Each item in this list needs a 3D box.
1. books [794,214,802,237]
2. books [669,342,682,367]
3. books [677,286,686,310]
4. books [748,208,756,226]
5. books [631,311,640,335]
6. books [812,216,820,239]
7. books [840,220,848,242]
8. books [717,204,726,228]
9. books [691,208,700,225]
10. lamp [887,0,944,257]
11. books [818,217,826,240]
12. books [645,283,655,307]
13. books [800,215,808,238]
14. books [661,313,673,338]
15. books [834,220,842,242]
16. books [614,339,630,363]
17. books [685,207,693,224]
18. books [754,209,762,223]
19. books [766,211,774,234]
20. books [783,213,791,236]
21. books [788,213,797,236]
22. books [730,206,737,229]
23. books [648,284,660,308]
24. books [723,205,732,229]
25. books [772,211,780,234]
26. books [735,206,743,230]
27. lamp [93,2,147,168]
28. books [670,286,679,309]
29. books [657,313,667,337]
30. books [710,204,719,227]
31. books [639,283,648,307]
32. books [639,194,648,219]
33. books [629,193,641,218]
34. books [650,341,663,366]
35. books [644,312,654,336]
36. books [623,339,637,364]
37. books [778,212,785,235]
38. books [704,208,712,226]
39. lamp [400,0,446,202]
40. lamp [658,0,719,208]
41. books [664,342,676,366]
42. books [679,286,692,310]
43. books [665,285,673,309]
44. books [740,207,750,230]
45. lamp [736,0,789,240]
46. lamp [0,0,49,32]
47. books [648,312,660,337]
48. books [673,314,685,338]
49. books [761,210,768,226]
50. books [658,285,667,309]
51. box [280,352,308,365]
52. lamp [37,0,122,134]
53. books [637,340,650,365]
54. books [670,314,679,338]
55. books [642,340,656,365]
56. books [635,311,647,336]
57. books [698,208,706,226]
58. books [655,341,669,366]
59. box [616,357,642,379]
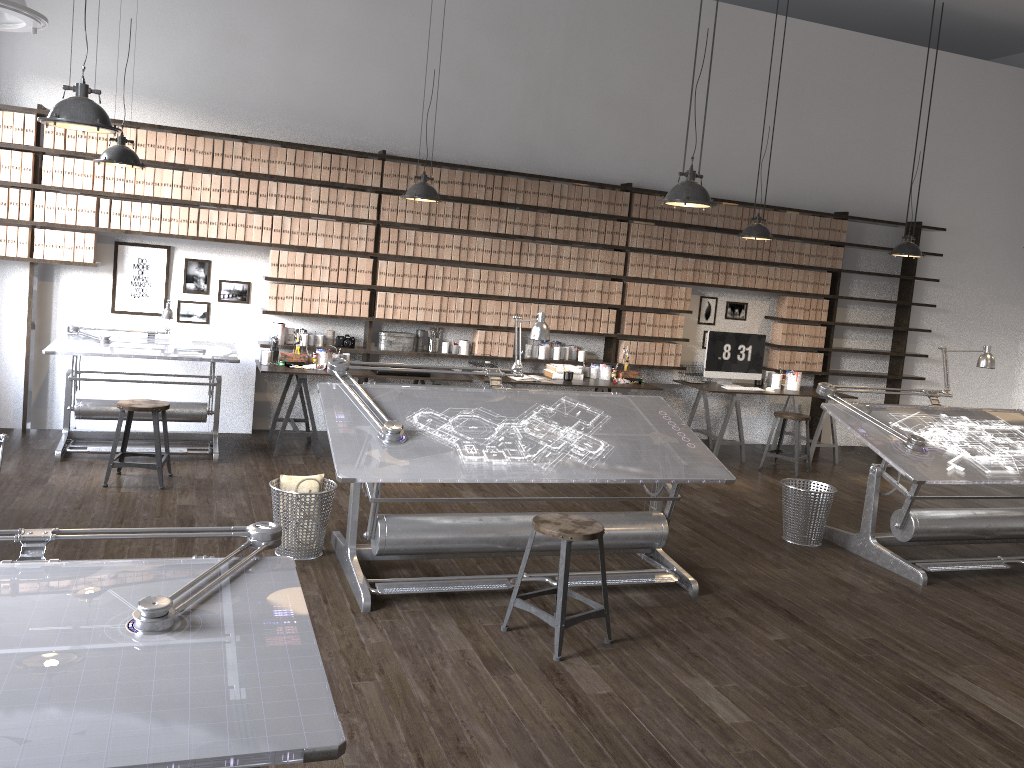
[{"bbox_3d":[2.834,-1.595,8.928,0.066,0.224,0.175,4,6,-20],"label":"books"},{"bbox_3d":[1.576,-0.285,8.626,0.066,0.224,0.175,3,6,-20],"label":"books"},{"bbox_3d":[1.599,-0.831,8.567,0.066,0.224,0.175,4,6,-20],"label":"books"},{"bbox_3d":[2.316,-1.617,8.739,0.066,0.224,0.175,3,6,-20],"label":"books"},{"bbox_3d":[1.142,-0.578,8.430,0.067,0.225,0.175,4,6,-20],"label":"books"},{"bbox_3d":[3.035,-1.585,8.995,0.066,0.224,0.175,3,6,-20],"label":"books"},{"bbox_3d":[3.362,-1.571,9.119,0.066,0.224,0.175,4,6,-20],"label":"books"},{"bbox_3d":[1.990,-1.631,8.613,0.066,0.224,0.175,4,6,-20],"label":"books"},{"bbox_3d":[1.725,-1.643,8.517,0.067,0.225,0.175,4,6,-20],"label":"books"},{"bbox_3d":[3.540,-2.228,7.623,0.311,2.243,0.314,6,5,4],"label":"lamp"},{"bbox_3d":[3.103,-1.582,9.020,0.067,0.225,0.175,4,6,-20],"label":"books"},{"bbox_3d":[1.280,-0.845,8.452,0.066,0.224,0.175,3,6,-20],"label":"books"},{"bbox_3d":[2.899,-1.592,8.953,0.066,0.224,0.175,4,6,-20],"label":"books"},{"bbox_3d":[1.476,-0.563,8.551,0.067,0.225,0.175,3,6,-20],"label":"books"},{"bbox_3d":[3.295,-1.575,9.098,0.066,0.224,0.175,3,6,-20],"label":"books"},{"bbox_3d":[1.048,-0.308,8.430,0.066,0.224,0.175,3,6,-20],"label":"books"},{"bbox_3d":[1.656,-1.646,8.494,0.066,0.224,0.175,3,6,-20],"label":"books"},{"bbox_3d":[2.384,-1.614,8.759,0.066,0.224,0.175,3,6,-20],"label":"books"},{"bbox_3d":[2.516,-1.609,8.812,0.066,0.224,0.175,4,6,-20],"label":"books"},{"bbox_3d":[2.701,-1.600,8.877,0.066,0.224,0.175,4,6,-20],"label":"books"},{"bbox_3d":[2.770,-1.597,8.900,0.067,0.225,0.175,3,6,-20],"label":"books"},{"bbox_3d":[2.115,-1.626,8.663,0.066,0.224,0.175,4,6,-20],"label":"books"},{"bbox_3d":[1.339,-0.843,8.475,0.066,0.224,0.175,3,6,-20],"label":"books"},{"bbox_3d":[2.058,-1.628,8.638,0.067,0.225,0.175,3,6,-20],"label":"books"},{"bbox_3d":[2.581,-1.605,8.830,0.067,0.225,0.175,3,6,-20],"label":"books"},{"bbox_3d":[2.176,-1.623,8.688,0.066,0.224,0.175,3,6,-20],"label":"books"},{"bbox_3d":[-2.353,-2.484,5.461,0.310,2.243,0.314,1,6,-40],"label":"lamp"},{"bbox_3d":[1.531,-0.835,8.546,0.066,0.224,0.175,3,6,-20],"label":"books"},{"bbox_3d":[1.410,-0.567,8.534,0.066,0.224,0.175,4,6,-20],"label":"books"},{"bbox_3d":[1.921,-1.634,8.591,0.066,0.224,0.175,4,6,-20],"label":"books"},{"bbox_3d":[1.213,-0.848,8.425,0.067,0.225,0.175,4,6,-20],"label":"books"},{"bbox_3d":[1.202,-1.665,8.326,0.067,0.225,0.175,3,6,-20],"label":"books"},{"bbox_3d":[1.131,-1.669,8.306,0.066,0.224,0.175,4,6,-20],"label":"books"},{"bbox_3d":[1.374,-0.293,8.547,0.067,0.225,0.175,3,6,-20],"label":"books"},{"bbox_3d":[1.279,-0.572,8.481,0.066,0.224,0.175,3,6,-20],"label":"books"},{"bbox_3d":[1.117,-0.304,8.452,0.066,0.224,0.175,3,6,-20],"label":"books"},{"bbox_3d":[2.642,-1.603,8.857,0.066,0.224,0.175,4,6,-20],"label":"books"},{"bbox_3d":[1.854,-1.638,8.571,0.066,0.224,0.175,3,6,-20],"label":"books"},{"bbox_3d":[-0.529,-2.405,6.134,0.310,2.243,0.314,1,6,-40],"label":"lamp"},{"bbox_3d":[1.018,-2.045,4.521,0.311,2.243,0.314,5,5,0],"label":"lamp"},{"bbox_3d":[1.511,-0.287,8.598,0.066,0.224,0.175,4,6,-20],"label":"books"},{"bbox_3d":[1.664,-0.829,8.595,0.066,0.224,0.175,4,6,-20],"label":"books"},{"bbox_3d":[1.464,-0.838,8.522,0.066,0.224,0.175,3,6,-20],"label":"books"},{"bbox_3d":[2.247,-1.620,8.708,0.067,0.225,0.175,4,6,-20],"label":"books"},{"bbox_3d":[2.083,-2.291,7.090,0.311,2.243,0.314,6,5,4],"label":"lamp"},{"bbox_3d":[-0.986,-1.845,1.653,0.310,2.243,0.314,1,6,-40],"label":"lamp"},{"bbox_3d":[1.344,-0.570,8.509,0.066,0.224,0.175,4,6,-20],"label":"books"},{"bbox_3d":[1.596,-0.559,8.599,0.066,0.224,0.175,4,6,-20],"label":"books"},{"bbox_3d":[2.449,-1.612,8.788,0.066,0.224,0.175,4,6,-20],"label":"books"},{"bbox_3d":[1.403,-0.839,8.493,0.067,0.225,0.175,4,6,-20],"label":"books"},{"bbox_3d":[-1.762,-0.200,7.136,0.211,0.083,0.138,3,7,-20],"label":"box"},{"bbox_3d":[-1.667,-2.162,3.538,0.310,2.243,0.314,1,6,-40],"label":"lamp"},{"bbox_3d":[1.242,-0.299,8.502,0.066,0.224,0.175,3,6,-20],"label":"books"},{"bbox_3d":[1.537,-0.562,8.579,0.066,0.224,0.175,4,6,-20],"label":"books"},{"bbox_3d":[1.303,-0.297,8.527,0.066,0.224,0.175,4,6,-20],"label":"books"},{"bbox_3d":[1.211,-0.576,8.461,0.066,0.224,0.175,3,6,-20],"label":"books"},{"bbox_3d":[1.789,-1.640,8.545,0.066,0.224,0.175,3,6,-20],"label":"books"},{"bbox_3d":[1.443,-0.291,8.578,0.066,0.224,0.175,4,6,-20],"label":"books"},{"bbox_3d":[1.081,-0.138,8.170,0.211,0.206,0.138,3,6,-20],"label":"box"}]
